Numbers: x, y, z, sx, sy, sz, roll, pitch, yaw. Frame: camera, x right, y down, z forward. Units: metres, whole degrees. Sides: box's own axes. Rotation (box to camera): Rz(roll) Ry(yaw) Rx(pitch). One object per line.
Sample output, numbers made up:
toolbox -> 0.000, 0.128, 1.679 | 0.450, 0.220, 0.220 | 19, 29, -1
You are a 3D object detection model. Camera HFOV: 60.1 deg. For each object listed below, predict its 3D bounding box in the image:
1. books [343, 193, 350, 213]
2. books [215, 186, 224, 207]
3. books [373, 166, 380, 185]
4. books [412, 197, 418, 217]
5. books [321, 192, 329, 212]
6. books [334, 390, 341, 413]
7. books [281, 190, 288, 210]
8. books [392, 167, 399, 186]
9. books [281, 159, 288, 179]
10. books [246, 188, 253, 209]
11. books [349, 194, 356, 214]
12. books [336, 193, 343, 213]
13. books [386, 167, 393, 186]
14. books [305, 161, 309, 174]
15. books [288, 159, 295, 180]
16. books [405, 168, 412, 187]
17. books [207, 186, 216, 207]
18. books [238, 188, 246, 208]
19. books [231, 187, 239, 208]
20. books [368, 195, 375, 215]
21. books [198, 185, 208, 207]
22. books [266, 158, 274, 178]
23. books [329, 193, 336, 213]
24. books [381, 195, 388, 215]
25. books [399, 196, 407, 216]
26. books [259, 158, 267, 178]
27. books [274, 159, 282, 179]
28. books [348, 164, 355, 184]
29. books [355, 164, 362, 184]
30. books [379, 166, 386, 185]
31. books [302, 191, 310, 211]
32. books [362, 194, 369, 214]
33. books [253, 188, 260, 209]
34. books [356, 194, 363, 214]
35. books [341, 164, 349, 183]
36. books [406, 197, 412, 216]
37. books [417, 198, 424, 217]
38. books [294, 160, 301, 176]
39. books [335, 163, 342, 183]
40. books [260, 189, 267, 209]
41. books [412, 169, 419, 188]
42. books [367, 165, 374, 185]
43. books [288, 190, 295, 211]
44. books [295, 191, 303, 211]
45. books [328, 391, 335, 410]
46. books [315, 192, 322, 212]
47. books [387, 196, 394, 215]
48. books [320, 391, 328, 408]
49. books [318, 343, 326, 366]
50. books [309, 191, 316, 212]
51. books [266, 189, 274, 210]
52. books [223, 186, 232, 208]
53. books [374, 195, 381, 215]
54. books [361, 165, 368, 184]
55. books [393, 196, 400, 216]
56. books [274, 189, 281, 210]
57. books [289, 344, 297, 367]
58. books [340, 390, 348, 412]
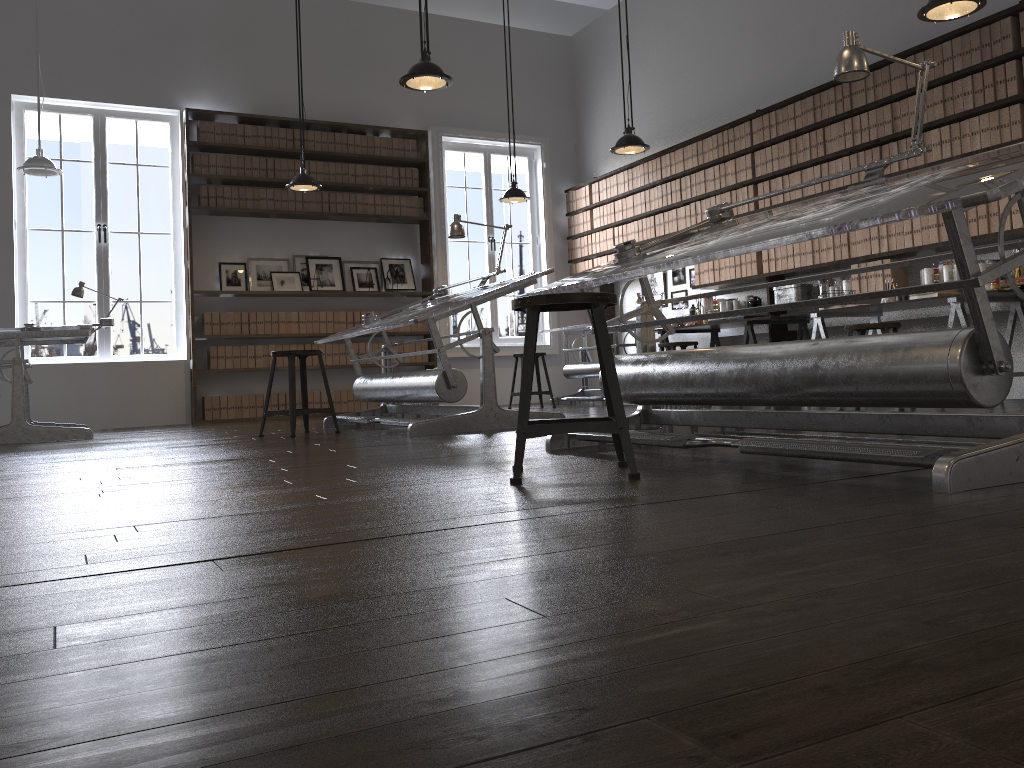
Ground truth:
books -> -1.753, -1.860, 9.244 | 0.067, 0.226, 0.174 | -1, -2, -27
books -> -2.871, -1.806, 8.668 | 0.067, 0.226, 0.174 | -1, -2, -27
books -> -1.465, -2.186, 9.414 | 0.067, 0.226, 0.174 | -1, -2, -27
books -> -1.084, -1.892, 9.586 | 0.067, 0.226, 0.174 | -1, -2, -27
books -> -1.944, -1.851, 9.140 | 0.067, 0.226, 0.174 | -1, -2, -27
books -> -1.811, 0.180, 9.071 | 0.067, 0.226, 0.174 | -1, -2, -27
books -> -2.318, -1.833, 8.954 | 0.067, 0.226, 0.174 | -1, -2, -27
books -> -1.276, -2.195, 9.512 | 0.067, 0.226, 0.174 | -1, -2, -27
books -> -2.320, -2.145, 8.971 | 0.067, 0.226, 0.174 | -1, -2, -27
books -> -2.618, -1.818, 8.791 | 0.067, 0.226, 0.174 | -1, -2, -27
books -> -1.690, -1.863, 9.276 | 0.067, 0.226, 0.174 | -1, -2, -27
books -> -1.814, -1.857, 9.207 | 0.067, 0.226, 0.174 | -1, -2, -27
books -> -1.337, -2.192, 9.475 | 0.067, 0.226, 0.174 | -1, -2, -27
books -> -2.135, -2.154, 9.065 | 0.067, 0.226, 0.174 | -1, -2, -27
books -> -2.262, -2.148, 8.996 | 0.067, 0.226, 0.174 | -1, -2, -27
books -> -1.143, -2.202, 9.580 | 0.067, 0.226, 0.174 | -1, -2, -27
books -> -2.935, -1.803, 8.629 | 0.067, 0.226, 0.174 | -1, -2, -27
books -> -2.681, -1.815, 8.765 | 0.067, 0.226, 0.174 | -1, -2, -27
books -> -2.744, -1.812, 8.733 | 0.067, 0.226, 0.174 | -1, -2, -27
books -> -1.514, -1.871, 9.364 | 0.067, 0.226, 0.174 | -1, -2, -27
books -> -3.003, -1.800, 8.600 | 0.067, 0.226, 0.174 | -1, -2, -27
books -> -2.443, -2.139, 8.904 | 0.067, 0.226, 0.174 | -1, -2, -27
books -> -1.880, -1.854, 9.179 | 0.067, 0.226, 0.174 | -1, -2, -27
books -> -1.388, -1.877, 9.431 | 0.067, 0.226, 0.174 | -1, -2, -27
books -> -1.197, -1.886, 9.523 | 0.067, 0.226, 0.174 | -1, -2, -27
books -> -2.512, -2.136, 8.875 | 0.067, 0.226, 0.174 | -1, -2, -27
books -> -2.380, -2.142, 8.943 | 0.067, 0.226, 0.174 | -1, -2, -27
books -> -1.702, -2.175, 9.286 | 0.067, 0.226, 0.174 | -1, -2, -27
books -> -1.638, -2.178, 9.321 | 0.067, 0.226, 0.174 | -1, -2, -27
books -> -1.401, -2.189, 9.446 | 0.067, 0.226, 0.174 | -1, -2, -27
books -> -2.124, -1.842, 9.046 | 0.067, 0.226, 0.174 | -1, -2, -27
books -> -1.570, -1.869, 9.336 | 0.067, 0.226, 0.174 | -1, -2, -27
books -> -2.561, -1.821, 8.826 | 0.067, 0.226, 0.174 | -1, -2, -27
books -> -1.628, -1.866, 9.302 | 0.067, 0.226, 0.174 | -1, -2, -27
books -> -1.766, -2.172, 9.258 | 0.067, 0.226, 0.174 | -1, -2, -27
books -> -1.138, -1.889, 9.554 | 0.067, 0.226, 0.174 | -1, -2, -27
books -> -1.022, -1.895, 9.619 | 0.067, 0.226, 0.174 | -1, -2, -27
books -> -2.198, -2.151, 9.029 | 0.067, 0.226, 0.174 | -1, -2, -27
books -> -1.829, -2.169, 9.227 | 0.067, 0.226, 0.174 | -1, -2, -27
books -> -2.505, -1.824, 8.853 | 0.067, 0.226, 0.174 | -1, -2, -27
books -> -1.075, -2.205, 9.613 | 0.067, 0.226, 0.174 | -1, -2, -27
books -> -1.522, -2.183, 9.378 | 0.067, 0.226, 0.174 | -1, -2, -27
books -> -2.254, -1.836, 8.982 | 0.067, 0.226, 0.174 | -1, -2, -27
books -> -2.188, -1.839, 9.013 | 0.067, 0.226, 0.174 | -1, -2, -27
books -> -1.866, 0.183, 9.041 | 0.067, 0.226, 0.174 | -1, -2, -27
books -> -2.012, -1.847, 9.111 | 0.067, 0.226, 0.174 | -1, -2, -27
books -> -1.327, -1.880, 9.465 | 0.067, 0.226, 0.174 | -1, -2, -27
books -> -1.930, 0.186, 9.006 | 0.067, 0.226, 0.174 | -1, -2, -27
books -> -1.957, -0.296, 9.024 | 0.067, 0.226, 0.174 | -1, -2, -27
books -> -2.069, -1.845, 9.079 | 0.067, 0.226, 0.174 | -1, -2, -27
books -> -2.439, -1.827, 8.885 | 0.067, 0.226, 0.174 | -1, -2, -27
books -> -2.805, -1.809, 8.697 | 0.067, 0.226, 0.174 | -1, -2, -27
books -> -1.449, -1.874, 9.395 | 0.067, 0.226, 0.174 | -1, -2, -27
books -> -1.583, -2.181, 9.351 | 0.067, 0.226, 0.174 | -1, -2, -27
books -> -1.263, -1.883, 9.493 | 0.067, 0.226, 0.174 | -1, -2, -27
books -> -2.379, -1.830, 8.920 | 0.067, 0.226, 0.174 | -1, -2, -27
books -> -2.212, -0.283, 8.895 | 0.067, 0.226, 0.174 | -1, -2, -27
books -> -1.749, 0.178, 9.098 | 0.067, 0.226, 0.174 | -1, -2, -27
